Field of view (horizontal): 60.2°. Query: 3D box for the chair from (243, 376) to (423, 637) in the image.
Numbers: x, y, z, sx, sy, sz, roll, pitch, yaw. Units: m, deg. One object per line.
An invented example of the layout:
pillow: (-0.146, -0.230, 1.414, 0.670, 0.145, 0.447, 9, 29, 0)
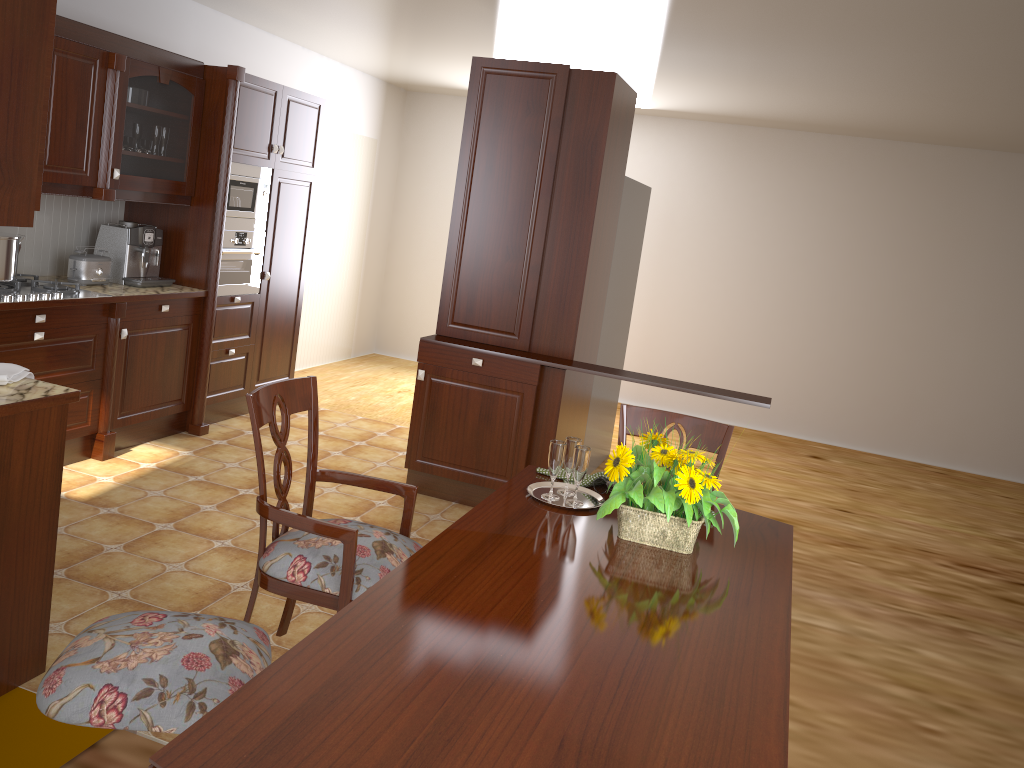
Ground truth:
chair: (-0.458, 0.402, 2.283, 0.461, 0.739, 0.407, 10, 8, 14)

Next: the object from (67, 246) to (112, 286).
object: (-2.119, -0.594, 4.448, 0.141, 0.186, 0.245, 11, 9, 17)

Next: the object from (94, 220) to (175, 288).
object: (-2.007, -0.698, 4.725, 0.324, 0.319, 0.276, 11, 9, 17)

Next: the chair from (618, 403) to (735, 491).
chair: (0.378, 0.482, 2.487, 0.406, 0.739, 0.462, 10, 8, 17)

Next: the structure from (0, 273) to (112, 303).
structure: (-2.287, -0.436, 3.896, 0.592, 0.046, 0.822, 11, 11, 17)

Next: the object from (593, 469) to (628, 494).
object: (0.274, 0.264, 2.422, 0.047, 0.046, 0.147, 13, 11, 30)

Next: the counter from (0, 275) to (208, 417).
counter: (-1.809, -0.247, 3.445, 1.831, 0.032, 2.803, 11, 11, 16)

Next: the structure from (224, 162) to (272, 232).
structure: (-1.685, -1.104, 5.149, 0.318, 0.382, 0.498, 11, 9, 17)

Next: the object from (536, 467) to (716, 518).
object: (0.305, 0.272, 2.387, 0.532, 0.056, 0.167, 14, 12, 30)

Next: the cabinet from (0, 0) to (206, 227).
cabinet: (-1.501, -1.036, 3.293, 1.373, 0.771, 2.801, 11, 11, 16)

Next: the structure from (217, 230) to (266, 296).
structure: (-1.590, -0.703, 5.145, 0.041, 0.371, 0.498, 10, 9, 16)

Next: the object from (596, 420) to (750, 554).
object: (0.374, 0.233, 2.067, 0.319, 0.334, 0.301, 9, 8, 9)

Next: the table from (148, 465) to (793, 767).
table: (0.114, 0.682, 1.720, 0.737, 0.552, 1.690, 11, 11, 16)

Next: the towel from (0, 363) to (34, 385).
towel: (-1.521, -0.026, 2.459, 0.329, 0.096, 0.348, 4, 11, -20)
